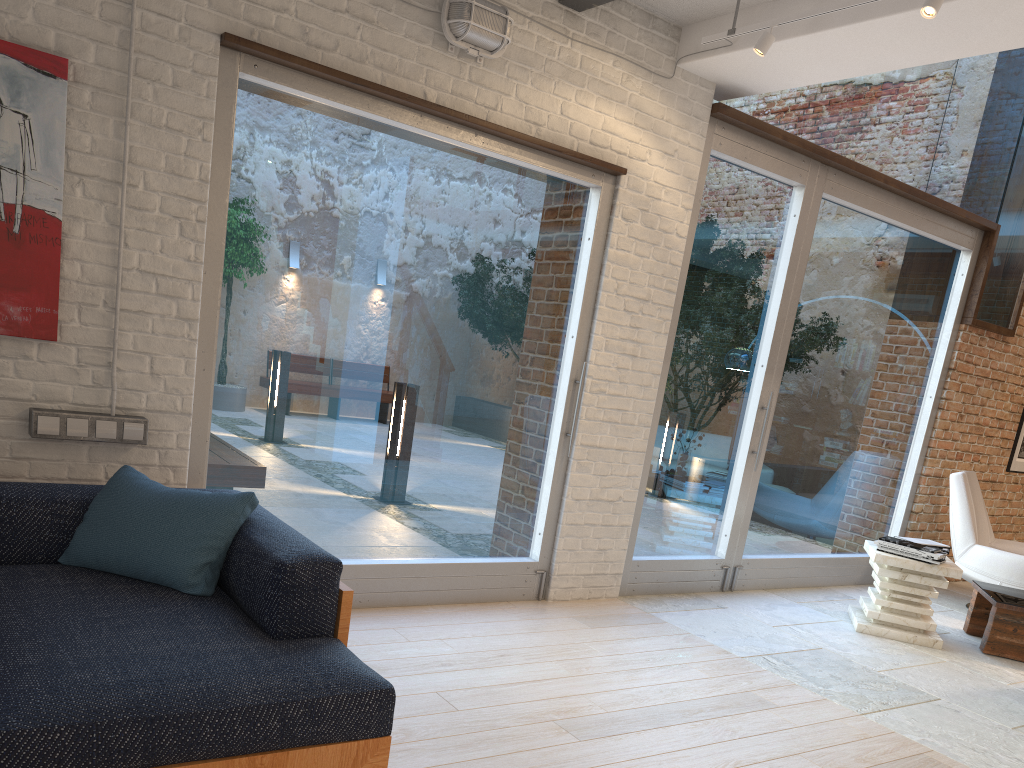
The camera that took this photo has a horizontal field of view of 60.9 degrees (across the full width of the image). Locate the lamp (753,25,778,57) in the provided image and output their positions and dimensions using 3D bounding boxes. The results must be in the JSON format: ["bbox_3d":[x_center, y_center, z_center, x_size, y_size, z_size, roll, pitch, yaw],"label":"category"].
[{"bbox_3d":[1.093,-1.478,3.769,0.086,0.132,0.058,11,11,14],"label":"lamp"}]

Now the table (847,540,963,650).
[{"bbox_3d":[2.446,1.309,5.471,0.491,0.518,0.485,11,8,14],"label":"table"}]

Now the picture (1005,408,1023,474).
[{"bbox_3d":[4.706,0.208,7.610,0.917,1.230,0.026,3,13,-35],"label":"picture"}]

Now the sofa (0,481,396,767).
[{"bbox_3d":[-2.148,0.640,1.661,3.972,0.678,2.019,7,4,-36],"label":"sofa"}]

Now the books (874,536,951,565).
[{"bbox_3d":[2.538,1.024,5.442,0.380,0.081,0.568,11,3,39],"label":"books"}]

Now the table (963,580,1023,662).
[{"bbox_3d":[3.878,1.584,5.275,1.953,0.440,2.173,10,3,15],"label":"table"}]

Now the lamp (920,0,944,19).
[{"bbox_3d":[1.527,-1.389,3.152,0.086,0.124,0.058,3,12,-33],"label":"lamp"}]

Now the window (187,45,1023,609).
[{"bbox_3d":[0.411,-1.999,4.378,12.404,6.594,0.623,6,12,-35],"label":"window"}]

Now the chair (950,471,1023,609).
[{"bbox_3d":[3.666,1.211,6.437,0.959,1.026,1.024,15,9,38],"label":"chair"}]

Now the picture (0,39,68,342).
[{"bbox_3d":[-1.894,-0.672,2.868,0.747,0.987,0.018,3,13,-35],"label":"picture"}]

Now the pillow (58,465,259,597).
[{"bbox_3d":[-1.188,0.494,2.982,0.560,0.337,0.370,10,7,14],"label":"pillow"}]
